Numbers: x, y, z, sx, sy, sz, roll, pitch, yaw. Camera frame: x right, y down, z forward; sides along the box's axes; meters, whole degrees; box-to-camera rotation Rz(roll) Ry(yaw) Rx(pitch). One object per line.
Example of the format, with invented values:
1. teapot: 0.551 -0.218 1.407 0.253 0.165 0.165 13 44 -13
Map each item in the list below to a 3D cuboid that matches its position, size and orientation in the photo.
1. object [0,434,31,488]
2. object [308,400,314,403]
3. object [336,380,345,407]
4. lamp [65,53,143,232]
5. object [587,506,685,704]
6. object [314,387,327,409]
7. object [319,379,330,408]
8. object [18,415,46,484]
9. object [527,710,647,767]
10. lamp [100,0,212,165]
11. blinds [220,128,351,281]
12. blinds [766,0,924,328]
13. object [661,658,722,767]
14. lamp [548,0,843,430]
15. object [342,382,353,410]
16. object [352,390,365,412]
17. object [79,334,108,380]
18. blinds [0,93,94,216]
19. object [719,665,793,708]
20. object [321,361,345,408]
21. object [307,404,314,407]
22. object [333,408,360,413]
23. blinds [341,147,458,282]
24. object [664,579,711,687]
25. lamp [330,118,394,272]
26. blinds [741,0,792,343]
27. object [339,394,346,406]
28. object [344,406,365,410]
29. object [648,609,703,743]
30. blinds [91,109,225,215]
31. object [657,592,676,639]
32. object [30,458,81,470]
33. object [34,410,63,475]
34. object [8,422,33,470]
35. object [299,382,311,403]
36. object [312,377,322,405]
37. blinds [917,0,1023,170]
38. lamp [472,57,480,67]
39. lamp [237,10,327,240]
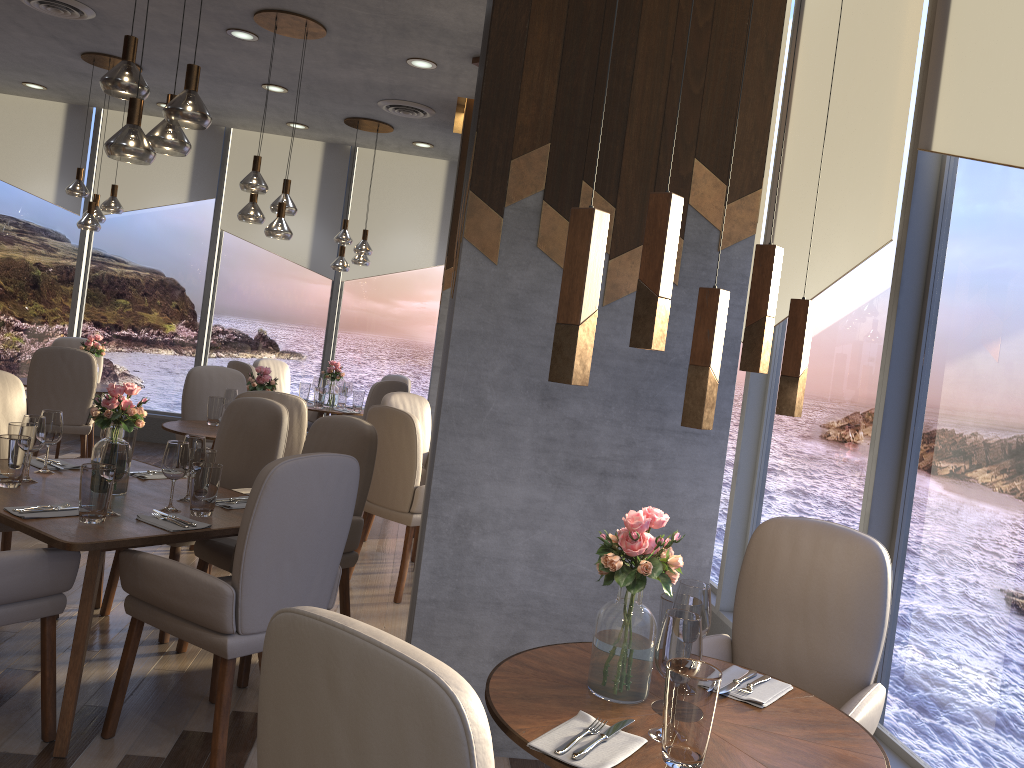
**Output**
1. object: -1.782 0.276 3.159 0.102 0.178 0.102 7 1 -16
2. object: -1.795 0.164 8.104 0.157 0.019 0.255 5 3 -44
3. object: -1.565 0.083 8.037 0.092 0.244 0.092 7 1 -3
4. lamp: -3.202 -1.847 6.913 0.439 1.326 0.439 7 1 -3
5. object: 0.267 0.474 1.938 0.210 0.415 0.198 7 1 -28
6. object: -1.656 0.120 7.626 0.102 0.178 0.102 7 1 -34
7. object: -1.645 0.084 7.735 0.092 0.244 0.092 7 1 -25
8. object: -1.775 0.239 3.268 0.092 0.244 0.092 7 1 -10
9. object: 0.157 0.670 1.685 0.158 0.019 0.254 9 3 33
10. lamp: -1.253 -1.451 3.256 0.439 1.326 0.440 7 1 -21
11. blinds: -2.206 -2.442 8.880 1.173 2.680 0.007 7 0 -6
12. blinds: 1.370 -1.491 3.609 0.007 2.680 1.174 7 1 -6
13. object: 0.326 0.613 1.640 0.102 0.178 0.102 7 1 -21
14. lamp: 0.521 -0.863 1.890 0.118 1.931 1.159 8 1 39
15. object: -1.462 0.105 7.832 0.092 0.244 0.092 8 1 24
16. object: -1.358 0.152 7.818 0.102 0.178 0.102 8 1 20
17. object: -3.300 -0.186 6.953 0.209 0.415 0.198 7 1 -33
18. blinds: -4.646 -3.049 8.632 1.173 2.680 0.007 7 0 -6
19. object: 0.542 0.704 2.071 0.158 0.019 0.254 9 3 37
20. object: -1.597 -0.001 7.892 0.210 0.415 0.197 8 1 32
21. object: -1.819 0.177 7.692 0.158 0.019 0.254 9 3 40
22. object: -1.443 0.227 7.670 0.255 0.019 0.157 10 3 44
23. blinds: -0.974 -2.286 9.003 1.173 2.680 0.007 7 0 -6
24. object: 0.400 0.575 2.016 0.092 0.244 0.092 8 1 17
25. lamp: -1.354 -1.645 7.874 0.438 1.326 0.440 7 1 -39
26. blinds: 1.247 -1.537 4.850 0.007 2.680 1.174 7 1 -6
27. object: -1.565 0.112 8.146 0.102 0.178 0.102 7 1 5
28. object: -1.422 0.213 8.085 0.158 0.019 0.254 9 3 39
29. object: 0.323 0.575 1.748 0.092 0.244 0.092 7 1 -15
30. blinds: -3.400 -2.891 8.756 1.173 2.680 0.007 7 0 -6
31. object: 0.396 0.603 2.126 0.102 0.178 0.102 8 1 43
32. object: -1.873 0.326 3.625 0.255 0.019 0.157 9 3 39
33. object: -1.811 0.227 3.465 0.092 0.244 0.092 7 1 -3
34. object: -1.924 0.245 3.470 0.102 0.178 0.102 7 1 -25
35. object: -1.863 0.080 7.957 0.102 0.178 0.102 8 1 12
36. object: -1.752 0.063 7.940 0.092 0.244 0.092 7 1 -25
37. blinds: 1.529 -1.717 2.350 0.007 2.680 1.174 7 1 -6
38. lamp: 0.104 -1.052 5.345 1.163 1.931 0.118 8 1 39
39. lamp: -1.451 -1.563 5.472 0.439 1.326 0.439 7 1 2
